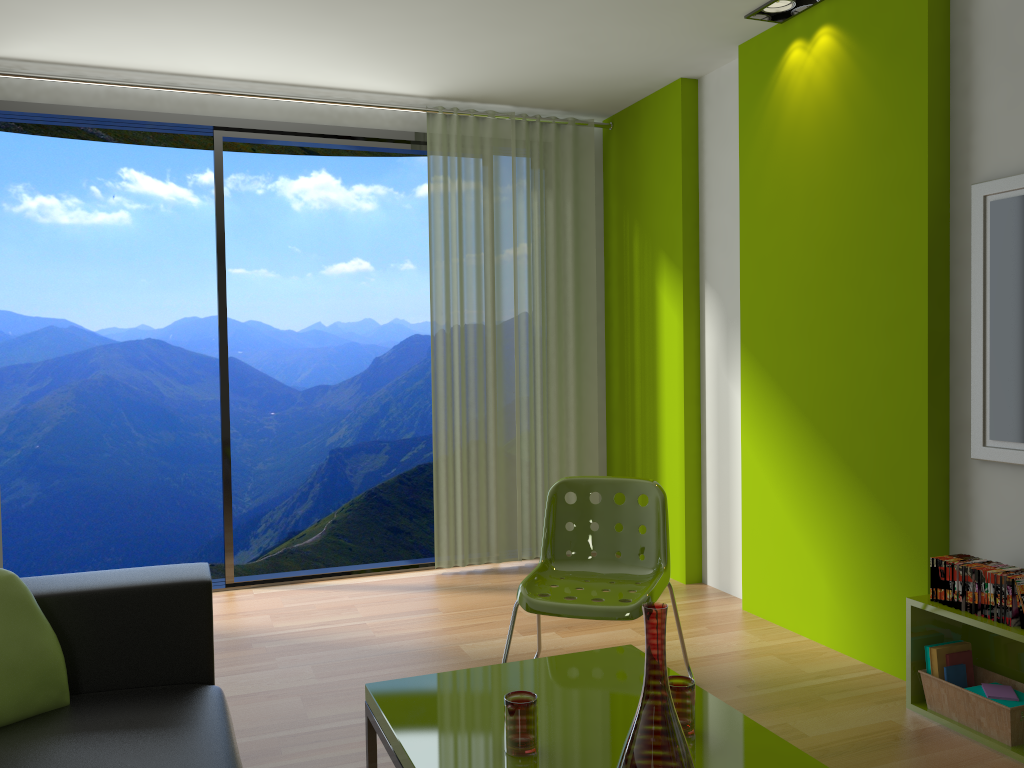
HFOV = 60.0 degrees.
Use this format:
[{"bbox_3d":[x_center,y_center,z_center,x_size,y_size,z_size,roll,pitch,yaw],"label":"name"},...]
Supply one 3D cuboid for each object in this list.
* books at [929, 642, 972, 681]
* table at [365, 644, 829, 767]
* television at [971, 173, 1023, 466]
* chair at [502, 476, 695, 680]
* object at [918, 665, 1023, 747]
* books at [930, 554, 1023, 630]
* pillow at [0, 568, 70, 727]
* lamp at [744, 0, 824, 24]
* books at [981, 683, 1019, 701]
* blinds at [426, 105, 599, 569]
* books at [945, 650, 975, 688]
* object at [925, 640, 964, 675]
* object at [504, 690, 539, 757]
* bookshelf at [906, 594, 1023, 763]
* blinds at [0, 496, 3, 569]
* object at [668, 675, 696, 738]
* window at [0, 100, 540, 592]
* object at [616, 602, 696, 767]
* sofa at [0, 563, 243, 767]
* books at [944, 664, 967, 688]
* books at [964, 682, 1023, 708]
[{"bbox_3d":[1.474,0.974,2.964,0.158,0.202,0.051,-2,2,-21],"label":"books"},{"bbox_3d":[0.285,0.990,1.747,0.810,0.349,1.682,-2,2,-21],"label":"table"},{"bbox_3d":[1.856,-0.192,2.324,0.028,0.941,1.537,-2,2,-21],"label":"television"},{"bbox_3d":[0.294,0.738,3.117,0.640,0.759,0.546,0,2,18],"label":"chair"},{"bbox_3d":[1.520,1.022,2.840,0.213,0.129,0.367,-2,2,-21],"label":"object"},{"bbox_3d":[1.530,0.656,2.811,0.147,0.150,0.370,-2,2,-21],"label":"books"},{"bbox_3d":[-1.296,0.650,2.083,0.269,0.362,0.399,0,2,28],"label":"pillow"},{"bbox_3d":[1.132,-1.606,3.612,0.192,0.131,0.352,-2,2,-21],"label":"lamp"},{"bbox_3d":[1.537,0.971,2.795,0.087,0.008,0.110,0,2,19],"label":"books"},{"bbox_3d":[0.018,-0.261,5.100,1.012,2.568,0.067,-2,2,-21],"label":"blinds"},{"bbox_3d":[1.493,0.984,2.947,0.105,0.182,0.031,-2,2,-21],"label":"books"},{"bbox_3d":[1.466,0.975,2.987,0.158,0.200,0.040,-2,2,-21],"label":"object"},{"bbox_3d":[0.021,0.754,1.968,0.076,0.122,0.075,0,2,14],"label":"object"},{"bbox_3d":[1.773,0.930,2.307,0.306,0.378,1.630,-2,2,-21],"label":"bookshelf"},{"bbox_3d":[-2.896,-0.177,3.988,1.012,2.568,0.067,-2,2,-21],"label":"blinds"},{"bbox_3d":[0.386,0.746,2.048,0.076,0.122,0.075,0,2,14],"label":"object"},{"bbox_3d":[-1.341,-0.147,4.824,3.336,2.498,0.219,-2,2,-21],"label":"window"},{"bbox_3d":[0.274,0.619,1.685,0.168,0.400,0.168,-2,2,-35],"label":"object"},{"bbox_3d":[-0.894,0.880,1.311,1.061,0.639,2.583,-2,2,-21],"label":"sofa"},{"bbox_3d":[1.464,1.003,2.922,0.086,0.148,0.025,-2,2,-21],"label":"books"},{"bbox_3d":[1.546,0.988,2.779,0.143,0.025,0.182,-2,2,-21],"label":"books"}]
